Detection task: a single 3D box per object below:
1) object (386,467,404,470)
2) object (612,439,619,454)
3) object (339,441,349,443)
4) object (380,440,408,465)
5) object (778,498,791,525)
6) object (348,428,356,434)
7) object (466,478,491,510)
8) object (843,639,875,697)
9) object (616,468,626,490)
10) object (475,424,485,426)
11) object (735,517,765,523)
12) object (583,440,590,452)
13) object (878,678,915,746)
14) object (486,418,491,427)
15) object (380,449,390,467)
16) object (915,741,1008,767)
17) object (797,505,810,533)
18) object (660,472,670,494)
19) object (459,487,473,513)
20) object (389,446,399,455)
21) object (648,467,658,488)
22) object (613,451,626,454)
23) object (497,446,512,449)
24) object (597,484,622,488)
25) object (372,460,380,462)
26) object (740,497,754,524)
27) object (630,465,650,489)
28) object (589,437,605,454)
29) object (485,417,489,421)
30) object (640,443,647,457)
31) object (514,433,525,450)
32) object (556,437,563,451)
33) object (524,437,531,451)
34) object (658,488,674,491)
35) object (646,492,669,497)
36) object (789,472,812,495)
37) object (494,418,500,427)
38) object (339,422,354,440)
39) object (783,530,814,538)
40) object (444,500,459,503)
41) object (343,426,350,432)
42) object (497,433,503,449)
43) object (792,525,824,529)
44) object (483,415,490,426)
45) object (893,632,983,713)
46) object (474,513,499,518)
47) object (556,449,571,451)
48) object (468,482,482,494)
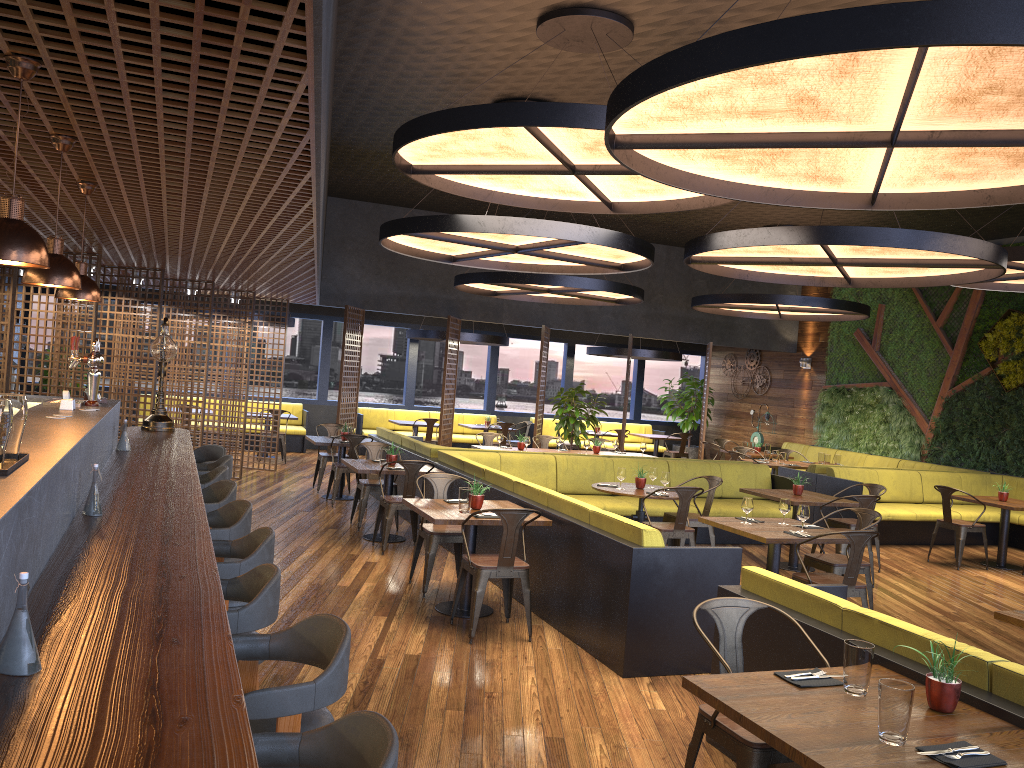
[{"bbox_3d":[-1.170,0.843,8.899,0.255,0.019,0.157,4,1,-22],"label":"object"},{"bbox_3d":[1.522,0.922,13.041,0.097,0.206,0.097,5,1,25],"label":"object"},{"bbox_3d":[-2.138,0.743,11.426,0.255,0.019,0.157,4,1,-22],"label":"object"},{"bbox_3d":[-1.232,0.708,9.231,0.260,0.271,0.238,4,1,-20],"label":"object"},{"bbox_3d":[2.207,1.032,7.181,0.097,0.206,0.097,4,1,-21],"label":"object"},{"bbox_3d":[-2.102,0.664,11.607,0.102,0.178,0.102,4,1,-15],"label":"object"},{"bbox_3d":[-0.269,0.808,6.685,0.238,0.271,0.260,4,1,0],"label":"object"},{"bbox_3d":[1.219,1.005,3.131,0.102,0.178,0.102,4,1,-35],"label":"object"},{"bbox_3d":[1.072,0.929,8.716,0.097,0.206,0.097,5,1,21],"label":"object"},{"bbox_3d":[-0.599,0.805,17.513,0.255,0.019,0.157,4,1,-22],"label":"object"},{"bbox_3d":[1.947,1.105,7.213,0.157,0.019,0.255,4,1,-21],"label":"object"},{"bbox_3d":[1.050,0.891,12.496,0.097,0.206,0.097,5,1,25],"label":"object"},{"bbox_3d":[1.168,1.005,2.709,0.102,0.178,0.102,5,1,15],"label":"object"},{"bbox_3d":[-0.454,0.741,17.025,0.102,0.178,0.102,4,1,-35],"label":"object"},{"bbox_3d":[-1.296,0.752,9.002,0.102,0.178,0.102,4,1,-35],"label":"object"},{"bbox_3d":[1.316,1.097,2.629,0.255,0.019,0.157,4,1,-22],"label":"object"},{"bbox_3d":[2.246,1.038,6.841,0.097,0.206,0.097,4,1,-29],"label":"object"},{"bbox_3d":[1.491,0.962,8.639,0.097,0.206,0.097,4,1,4],"label":"object"},{"bbox_3d":[-0.343,0.851,6.472,0.102,0.178,0.102,5,1,15],"label":"object"},{"bbox_3d":[-1.258,0.751,9.376,0.102,0.178,0.102,4,1,-35],"label":"object"},{"bbox_3d":[1.433,0.954,9.019,0.097,0.206,0.097,5,1,18],"label":"object"},{"bbox_3d":[1.597,1.021,13.195,0.157,0.019,0.255,4,1,-21],"label":"object"},{"bbox_3d":[-0.094,0.895,12.542,0.157,0.019,0.255,4,1,-21],"label":"object"},{"bbox_3d":[0.979,1.014,8.868,0.255,0.019,0.157,5,1,11],"label":"object"},{"bbox_3d":[-1.368,0.821,9.507,0.255,0.019,0.157,4,1,-22],"label":"object"},{"bbox_3d":[1.871,1.007,7.059,0.097,0.206,0.097,4,1,-29],"label":"object"},{"bbox_3d":[1.283,0.908,8.849,0.238,0.271,0.260,4,1,0],"label":"object"},{"bbox_3d":[1.219,0.865,12.790,0.238,0.271,0.260,4,1,0],"label":"object"},{"bbox_3d":[-0.489,0.734,17.382,0.102,0.178,0.102,4,1,-35],"label":"object"},{"bbox_3d":[1.896,0.953,12.823,0.097,0.206,0.097,5,1,25],"label":"object"},{"bbox_3d":[0.126,0.784,12.368,0.238,0.271,0.260,4,1,0],"label":"object"},{"bbox_3d":[0.676,0.859,12.714,0.097,0.206,0.097,5,1,25],"label":"object"},{"bbox_3d":[0.205,0.828,12.170,0.097,0.206,0.097,5,1,25],"label":"object"},{"bbox_3d":[1.576,1.060,8.932,0.255,0.019,0.157,4,1,-19],"label":"object"},{"bbox_3d":[1.385,1.049,8.497,0.157,0.019,0.255,4,1,-14],"label":"object"},{"bbox_3d":[3.041,1.040,9.377,0.260,0.271,0.238,5,1,14],"label":"object"},{"bbox_3d":[-0.299,0.751,17.189,0.102,0.178,0.102,4,1,-35],"label":"object"},{"bbox_3d":[-2.189,0.610,11.729,0.260,0.271,0.238,4,1,-20],"label":"object"},{"bbox_3d":[2.156,1.127,6.688,0.157,0.019,0.255,4,1,-21],"label":"object"},{"bbox_3d":[-0.403,0.921,6.987,0.255,0.019,0.157,4,1,-22],"label":"object"},{"bbox_3d":[-2.225,0.652,11.903,0.102,0.178,0.102,4,1,-5],"label":"object"},{"bbox_3d":[-0.170,0.796,12.388,0.097,0.206,0.097,5,1,25],"label":"object"},{"bbox_3d":[2.352,1.138,7.099,0.255,0.019,0.157,4,1,-21],"label":"object"},{"bbox_3d":[-0.458,0.692,17.209,0.238,0.271,0.260,4,1,0],"label":"object"},{"bbox_3d":[1.484,0.980,3.045,0.238,0.271,0.260,4,1,-16],"label":"object"},{"bbox_3d":[-0.205,0.942,6.380,0.255,0.019,0.157,4,1,-22],"label":"object"},{"bbox_3d":[0.751,0.958,12.869,0.157,0.019,0.255,4,1,-21],"label":"object"},{"bbox_3d":[-0.292,0.851,6.856,0.102,0.178,0.102,4,1,-35],"label":"object"}]
